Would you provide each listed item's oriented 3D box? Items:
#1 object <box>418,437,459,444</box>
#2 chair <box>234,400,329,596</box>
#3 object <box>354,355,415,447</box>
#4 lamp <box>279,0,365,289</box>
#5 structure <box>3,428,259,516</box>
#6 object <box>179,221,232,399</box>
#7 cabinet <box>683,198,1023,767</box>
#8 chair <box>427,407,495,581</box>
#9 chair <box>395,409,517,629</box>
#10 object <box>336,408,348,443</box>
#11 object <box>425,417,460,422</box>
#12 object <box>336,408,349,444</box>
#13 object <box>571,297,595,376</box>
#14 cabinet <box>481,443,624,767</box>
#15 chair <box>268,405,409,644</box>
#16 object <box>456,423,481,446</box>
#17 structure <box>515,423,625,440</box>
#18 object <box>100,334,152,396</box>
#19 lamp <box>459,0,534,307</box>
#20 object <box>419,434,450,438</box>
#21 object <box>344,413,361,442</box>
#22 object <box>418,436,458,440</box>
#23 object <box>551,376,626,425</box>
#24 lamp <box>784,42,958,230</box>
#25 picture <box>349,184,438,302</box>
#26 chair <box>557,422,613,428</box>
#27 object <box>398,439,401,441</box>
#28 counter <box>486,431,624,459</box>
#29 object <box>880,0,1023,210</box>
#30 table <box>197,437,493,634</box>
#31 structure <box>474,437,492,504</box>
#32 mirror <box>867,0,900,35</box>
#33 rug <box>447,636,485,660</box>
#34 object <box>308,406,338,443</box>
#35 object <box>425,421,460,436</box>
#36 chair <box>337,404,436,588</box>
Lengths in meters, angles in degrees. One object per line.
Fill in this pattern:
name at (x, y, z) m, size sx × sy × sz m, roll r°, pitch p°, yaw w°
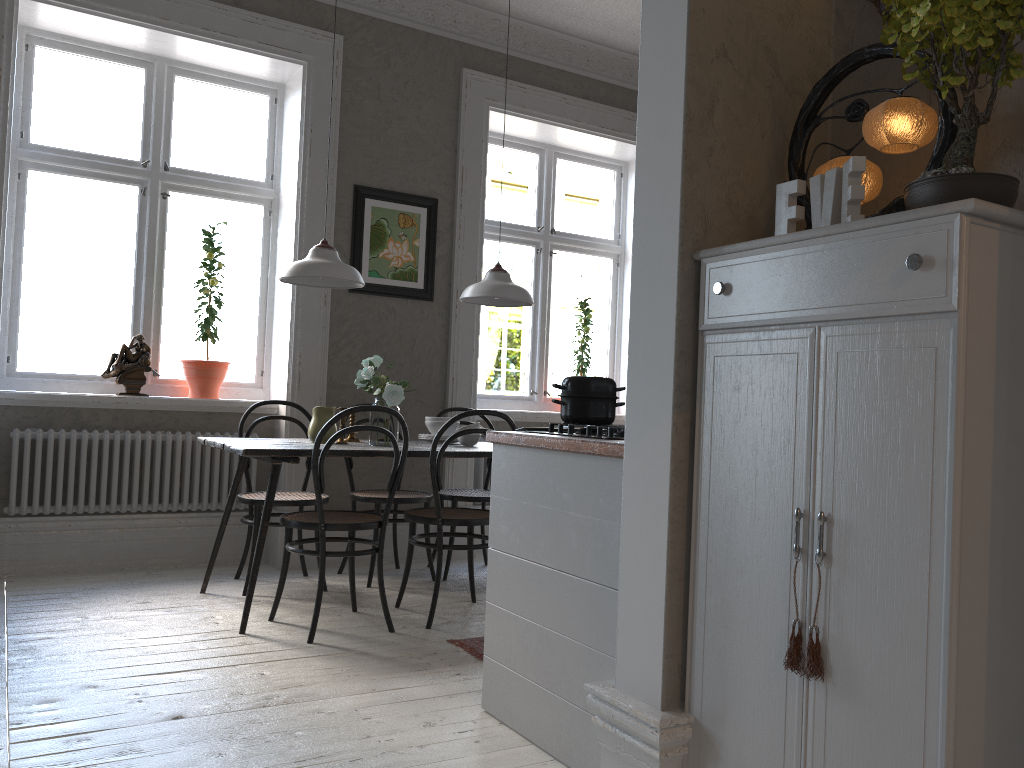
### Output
object at (-0.360, 0.292, 4.537) m, size 0.240 × 0.027 × 0.235 m, roll 3°, pitch -1°, yaw -13°
chair at (-1.147, 0.542, 4.426) m, size 0.445 × 0.920 × 0.540 m, roll 3°, pitch -2°, yaw -23°
object at (-0.581, 0.075, 4.015) m, size 0.256 × 0.414 × 0.305 m, roll 3°, pitch -2°, yaw -32°
lamp at (-0.817, -1.379, 4.029) m, size 0.377 × 1.858 × 0.381 m, roll 2°, pitch -2°, yaw 7°
structure at (-1.921, 0.454, 4.612) m, size 1.247 × 0.428 × 0.146 m, roll 3°, pitch -2°, yaw -33°
object at (-1.672, -0.414, 4.876) m, size 0.268 × 0.991 × 0.271 m, roll 2°, pitch -2°, yaw 9°
cabinet at (0.684, 0.362, 1.741) m, size 0.391 × 1.297 × 0.654 m, roll 3°, pitch -2°, yaw -30°
chair at (-0.232, 0.594, 4.962) m, size 0.443 × 0.920 × 0.542 m, roll 3°, pitch -2°, yaw -18°
chair at (-0.241, 0.567, 3.910) m, size 0.445 × 0.920 × 0.540 m, roll 3°, pitch -2°, yaw -23°
object at (-0.811, 0.192, 4.229) m, size 0.062 × 0.172 × 0.061 m, roll 3°, pitch -2°, yaw -9°
object at (-0.357, 0.218, 4.539) m, size 0.183 × 0.094 × 0.176 m, roll 4°, pitch -2°, yaw -40°
object at (-0.782, 0.193, 4.105) m, size 0.060 × 0.167 × 0.058 m, roll 3°, pitch -2°, yaw -17°
object at (0.484, -0.203, 6.189) m, size 0.261 × 0.813 × 0.259 m, roll 3°, pitch -2°, yaw -3°
cabinet at (1.332, 0.664, 4.013) m, size 1.966 × 0.854 × 4.242 m, roll 2°, pitch -1°, yaw 16°
chair at (-0.705, 0.541, 3.626) m, size 0.446 × 0.920 × 0.538 m, roll 3°, pitch -2°, yaw -33°
object at (-0.215, 0.248, 4.376) m, size 0.129 × 0.119 × 0.123 m, roll 3°, pitch -2°, yaw -15°
structure at (0.394, 0.148, 2.741) m, size 0.617 × 0.031 × 0.487 m, roll 3°, pitch -2°, yaw -31°
object at (-2.026, -0.103, 4.660) m, size 0.241 × 0.329 × 0.118 m, roll 3°, pitch -2°, yaw -29°
lamp at (-0.037, -1.335, 4.498) m, size 0.385 × 1.858 × 0.373 m, roll 3°, pitch -2°, yaw -23°
object at (-0.359, 0.274, 4.538) m, size 0.239 × 0.027 × 0.236 m, roll 3°, pitch -1°, yaw -8°
object at (-0.778, 0.196, 4.318) m, size 0.094 × 0.172 × 0.098 m, roll 1°, pitch -2°, yaw 41°
object at (-0.360, 0.283, 4.538) m, size 0.233 × 0.027 × 0.241 m, roll 2°, pitch -2°, yaw 27°
object at (0.236, 0.052, 2.733) m, size 0.186 × 0.147 × 0.197 m, roll 1°, pitch -2°, yaw 39°
lamp at (0.755, -0.442, 1.895) m, size 0.174 × 0.558 × 0.442 m, roll 3°, pitch -2°, yaw -22°
picture at (-0.683, -0.814, 5.164) m, size 0.531 × 0.619 × 0.019 m, roll 3°, pitch -2°, yaw -31°
chair at (0.190, 0.591, 4.149) m, size 0.446 × 0.920 × 0.538 m, roll 3°, pitch -2°, yaw -33°
object at (-0.642, 0.238, 4.569) m, size 0.136 × 0.112 × 0.142 m, roll 1°, pitch -2°, yaw 42°
counter at (1.000, 0.247, 4.331) m, size 3.455 × 0.039 × 3.101 m, roll 3°, pitch -2°, yaw -31°
object at (0.828, -0.561, 1.619) m, size 0.339 × 0.553 × 0.298 m, roll 2°, pitch -2°, yaw 3°
table at (-0.451, 0.661, 4.297) m, size 1.956 × 0.735 × 0.888 m, roll 3°, pitch -2°, yaw -31°
structure at (0.288, 0.580, 5.945) m, size 1.247 × 0.428 × 0.146 m, roll 3°, pitch -2°, yaw -33°
mirror at (0.947, -1.064, 1.889) m, size 0.072 × 0.593 × 0.522 m, roll 3°, pitch -2°, yaw -30°
rug at (0.472, 1.037, 3.509) m, size 1.313 × 0.014 × 0.722 m, roll 3°, pitch -2°, yaw -31°
object at (-0.881, 0.187, 4.108) m, size 0.147 × 0.170 × 0.137 m, roll 2°, pitch -2°, yaw 21°
object at (-0.358, 0.238, 4.539) m, size 0.183 × 0.094 × 0.176 m, roll 4°, pitch -2°, yaw -40°
chair at (-0.664, 0.570, 4.722) m, size 0.446 × 0.920 × 0.538 m, roll 3°, pitch -2°, yaw -33°
